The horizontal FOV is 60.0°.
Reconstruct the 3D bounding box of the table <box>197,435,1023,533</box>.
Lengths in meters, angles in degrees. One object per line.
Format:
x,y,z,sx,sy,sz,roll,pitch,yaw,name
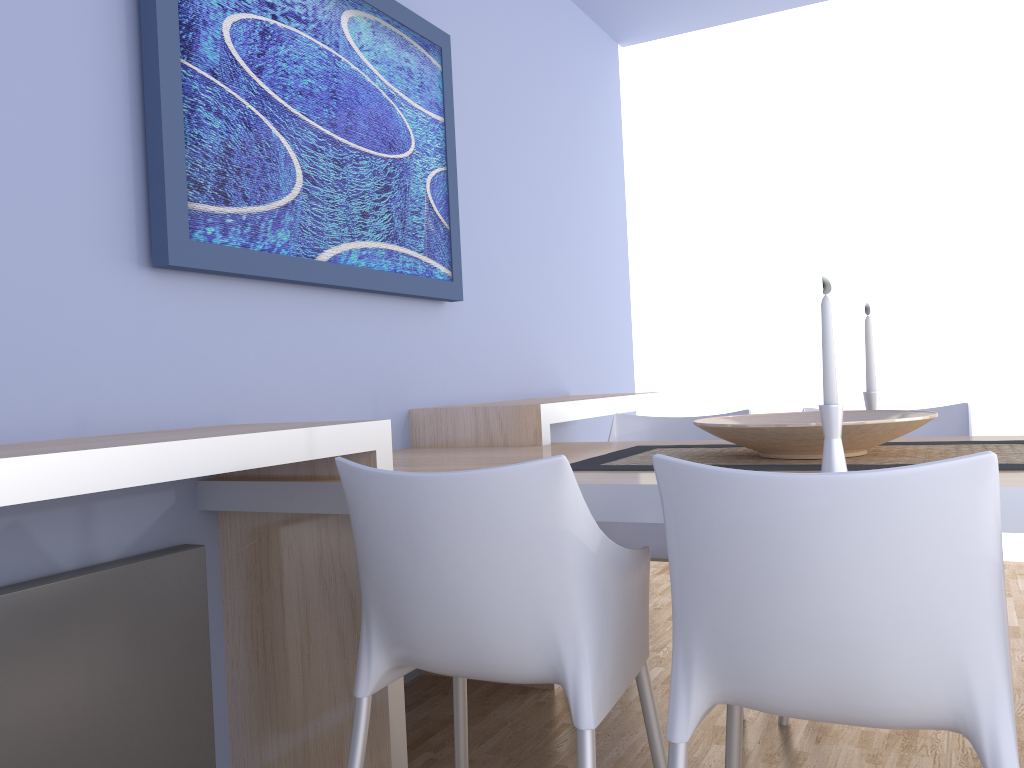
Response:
0.566,0.517,1.941,2.340,0.718,1.002,-3,0,27,table

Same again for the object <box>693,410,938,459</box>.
0.641,0.110,1.899,0.493,0.081,0.493,-3,0,-45,object

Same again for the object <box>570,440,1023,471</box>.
0.647,0.152,1.901,0.986,0.005,0.594,-3,0,26,object

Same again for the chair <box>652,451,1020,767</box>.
0.494,0.484,1.335,0.510,0.793,0.486,-3,0,27,chair

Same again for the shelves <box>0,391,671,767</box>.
-0.398,0.504,2.126,0.463,0.840,3.901,-3,0,27,shelves

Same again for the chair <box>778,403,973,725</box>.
0.995,0.459,2.367,0.510,0.793,0.486,-3,0,28,chair

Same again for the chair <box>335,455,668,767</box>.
-0.017,0.509,1.595,0.510,0.793,0.486,-3,0,27,chair

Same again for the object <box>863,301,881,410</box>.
0.889,-0.033,2.200,0.045,0.349,0.045,-3,0,27,object

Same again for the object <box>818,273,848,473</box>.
0.545,-0.016,1.523,0.045,0.349,0.045,-3,0,-21,object

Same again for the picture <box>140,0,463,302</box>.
-0.492,-0.717,2.460,0.049,0.901,1.252,-3,0,27,picture

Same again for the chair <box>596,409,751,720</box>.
0.472,0.485,2.633,0.510,0.793,0.486,-3,0,27,chair

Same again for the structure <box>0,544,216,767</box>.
-0.524,0.595,2.267,0.064,0.503,3.843,-3,0,27,structure
